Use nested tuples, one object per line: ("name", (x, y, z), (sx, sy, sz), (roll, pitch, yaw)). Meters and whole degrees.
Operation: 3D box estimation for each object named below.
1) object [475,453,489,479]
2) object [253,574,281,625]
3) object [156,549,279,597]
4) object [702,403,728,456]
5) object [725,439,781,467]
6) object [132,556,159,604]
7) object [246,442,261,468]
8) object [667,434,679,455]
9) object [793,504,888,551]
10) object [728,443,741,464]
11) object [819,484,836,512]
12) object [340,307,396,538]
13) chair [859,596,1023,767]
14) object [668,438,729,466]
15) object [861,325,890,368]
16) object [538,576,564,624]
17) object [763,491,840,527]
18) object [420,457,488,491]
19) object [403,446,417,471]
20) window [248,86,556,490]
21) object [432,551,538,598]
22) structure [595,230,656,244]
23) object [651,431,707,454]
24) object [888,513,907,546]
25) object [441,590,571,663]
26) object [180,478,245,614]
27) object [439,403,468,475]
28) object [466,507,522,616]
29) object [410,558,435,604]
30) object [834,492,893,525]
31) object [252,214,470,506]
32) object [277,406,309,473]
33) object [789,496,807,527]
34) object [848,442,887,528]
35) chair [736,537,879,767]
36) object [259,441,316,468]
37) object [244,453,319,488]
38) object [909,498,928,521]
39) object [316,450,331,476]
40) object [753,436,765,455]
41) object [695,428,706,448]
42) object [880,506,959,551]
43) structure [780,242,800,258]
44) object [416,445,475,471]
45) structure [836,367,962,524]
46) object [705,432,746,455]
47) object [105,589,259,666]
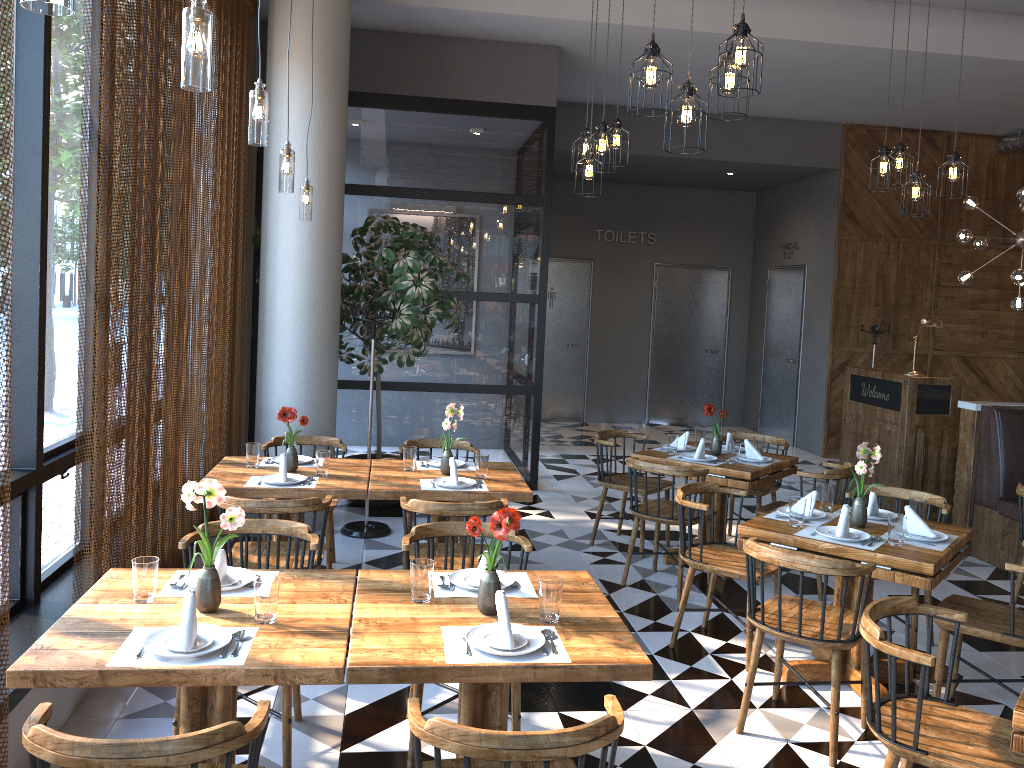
("object", (-0.169, 0.459, 4.933), (0.080, 0.132, 0.080), (1, 4, -23))
("object", (-0.740, 0.650, 2.668), (0.080, 0.132, 0.080), (5, 4, 27))
("object", (-0.979, 0.605, 2.987), (0.352, 0.137, 0.273), (2, 5, -8))
("object", (1.384, 0.308, 6.108), (0.171, 0.354, 0.156), (6, 5, 39))
("object", (1.618, 0.445, 5.928), (0.273, 0.137, 0.352), (7, 6, 37))
("object", (-1.156, 0.618, 2.792), (0.080, 0.132, 0.080), (5, 4, 27))
("object", (-1.445, 0.398, 4.939), (0.080, 0.132, 0.080), (3, 4, 7))
("object", (1.093, 0.412, 6.040), (0.080, 0.132, 0.080), (0, 4, -33))
("object", (1.496, 0.624, 4.011), (0.352, 0.137, 0.272), (7, 6, 37))
("object", (1.448, 0.454, 5.778), (0.080, 0.132, 0.080), (3, 4, 7))
("object", (1.606, 0.583, 4.523), (0.080, 0.132, 0.080), (3, 4, 7))
("object", (-1.040, 0.268, 6.501), (0.375, 1.654, 0.375), (4, 3, 15))
("chair", (1.368, 1.161, 2.787), (0.551, 0.815, 0.520), (6, 5, 37))
("object", (1.243, 0.433, 5.874), (0.352, 0.137, 0.272), (7, 6, 37))
("object", (4.294, 0.127, 10.594), (0.375, 1.654, 0.375), (4, 3, 15))
("object", (0.120, 0.679, 2.786), (0.080, 0.132, 0.080), (1, 4, -23))
("object", (1.440, 0.586, 4.384), (0.273, 0.137, 0.352), (7, 6, 37))
("object", (-0.310, 0.470, 4.720), (0.352, 0.137, 0.273), (2, 5, -8))
("object", (-0.585, 0.427, 5.056), (0.080, 0.132, 0.080), (1, 4, -23))
("window", (-1.126, -0.910, 9.057), (2.727, 3.540, 2.192), (2, 4, -8))
("object", (-0.099, 0.635, 3.108), (0.352, 0.137, 0.273), (2, 5, -8))
("structure", (1.657, -2.154, 12.974), (0.915, 0.165, 0.035), (2, 3, -8))
("object", (1.186, 0.394, 6.247), (0.273, 0.137, 0.352), (7, 6, 37))
("object", (1.699, 0.645, 3.915), (0.080, 0.132, 0.080), (3, 4, 7))
("object", (-0.022, 0.690, 2.581), (0.352, 0.137, 0.273), (2, 5, -8))
("object", (-0.930, 0.499, 2.750), (0.206, 0.399, 0.147), (2, 3, -4))
("object", (-0.334, 0.312, 4.986), (0.146, 0.399, 0.207), (2, 4, -15))
("object", (-0.055, 0.559, 2.785), (0.156, 0.354, 0.171), (1, 4, -29))
("object", (-0.297, 0.648, 2.909), (0.080, 0.132, 0.080), (1, 4, -23))
("object", (1.815, 0.598, 4.438), (0.352, 0.137, 0.272), (7, 6, 37))
("object", (-1.281, -0.282, 7.225), (1.634, 2.586, 1.384), (1, 4, -24))
("object", (-1.220, 0.301, 4.893), (0.156, 0.354, 0.171), (1, 4, -32))
("object", (1.344, 0.603, 4.176), (0.080, 0.132, 0.080), (3, 4, 7))
("object", (1.683, 0.482, 4.209), (0.146, 0.399, 0.207), (3, 4, 4))
("chair", (1.242, 1.064, 3.725), (0.520, 0.815, 0.550), (6, 5, 37))
("object", (-1.266, 0.386, 5.126), (0.352, 0.137, 0.273), (2, 5, -8))
("object", (-1.189, 0.440, 4.600), (0.352, 0.137, 0.273), (2, 5, -8))
("object", (1.956, 0.623, 4.273), (0.080, 0.132, 0.080), (3, 4, 7))
("object", (-1.029, 0.430, 4.815), (0.080, 0.132, 0.080), (3, 4, 7))
("object", (1.705, 0.432, 6.136), (0.080, 0.132, 0.080), (4, 4, 17))
("object", (1.355, 0.391, 6.386), (0.080, 0.132, 0.080), (4, 4, 17))
("object", (1.871, 0.637, 4.065), (0.273, 0.137, 0.352), (7, 6, 37))
("structure", (3.764, -1.814, 12.025), (0.025, 0.196, 0.567), (2, 5, -8))
("object", (-0.386, 0.416, 5.247), (0.352, 0.137, 0.273), (2, 5, -8))
("structure", (3.355, 0.549, 7.608), (0.645, 1.297, 1.048), (2, 4, -8))
("object", (1.561, 0.407, 6.301), (0.352, 0.137, 0.272), (7, 6, 37))
("object", (-0.902, 0.660, 2.461), (0.352, 0.137, 0.273), (2, 5, -8))
